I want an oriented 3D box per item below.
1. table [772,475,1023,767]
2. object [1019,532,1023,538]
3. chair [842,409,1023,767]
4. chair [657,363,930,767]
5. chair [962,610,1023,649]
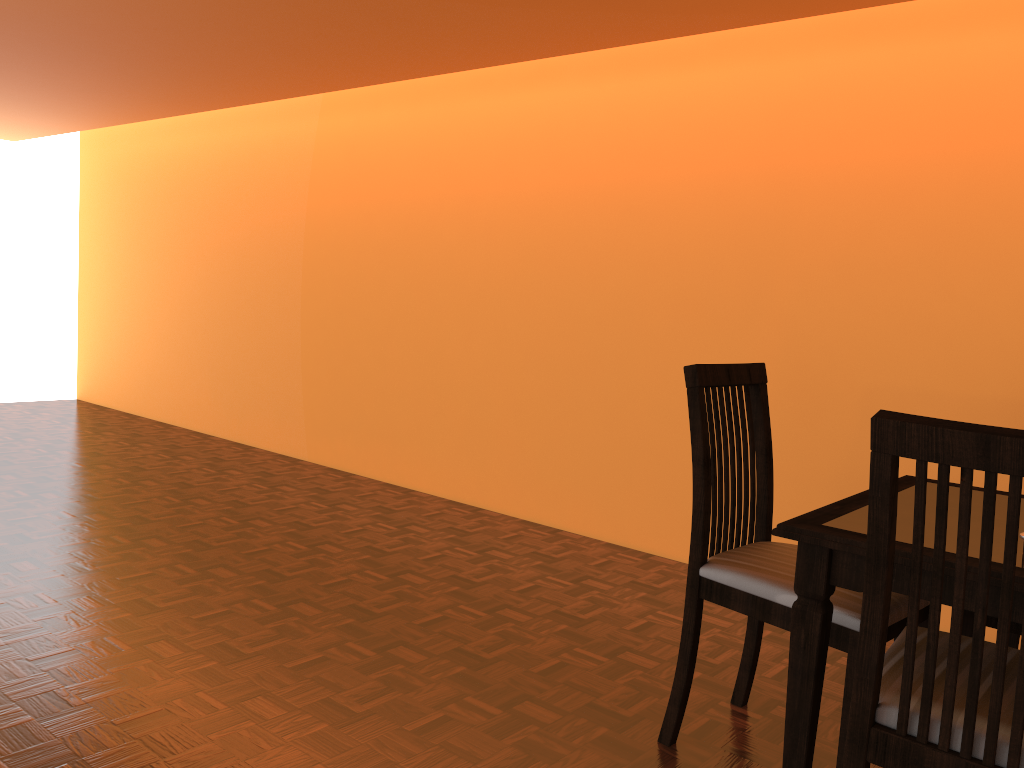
[{"bbox_3d":[1.110,0.572,1.335,1.259,0.584,0.697,8,7,40],"label":"table"},{"bbox_3d":[0.863,0.089,1.430,0.044,0.326,0.044,7,6,28],"label":"object"},{"bbox_3d":[0.674,0.442,1.234,0.373,0.809,0.465,8,7,40],"label":"chair"},{"bbox_3d":[0.583,0.379,1.807,0.373,0.809,0.465,-2,8,-45],"label":"chair"},{"bbox_3d":[1.168,0.414,1.819,0.373,0.809,0.465,8,7,40],"label":"chair"}]
